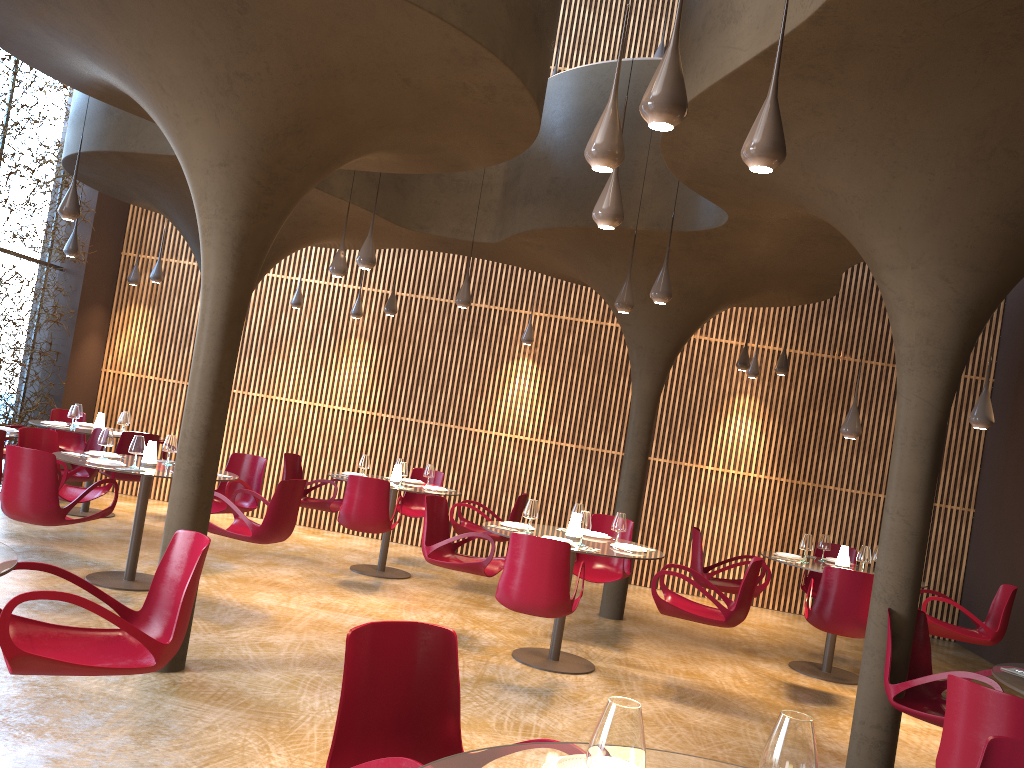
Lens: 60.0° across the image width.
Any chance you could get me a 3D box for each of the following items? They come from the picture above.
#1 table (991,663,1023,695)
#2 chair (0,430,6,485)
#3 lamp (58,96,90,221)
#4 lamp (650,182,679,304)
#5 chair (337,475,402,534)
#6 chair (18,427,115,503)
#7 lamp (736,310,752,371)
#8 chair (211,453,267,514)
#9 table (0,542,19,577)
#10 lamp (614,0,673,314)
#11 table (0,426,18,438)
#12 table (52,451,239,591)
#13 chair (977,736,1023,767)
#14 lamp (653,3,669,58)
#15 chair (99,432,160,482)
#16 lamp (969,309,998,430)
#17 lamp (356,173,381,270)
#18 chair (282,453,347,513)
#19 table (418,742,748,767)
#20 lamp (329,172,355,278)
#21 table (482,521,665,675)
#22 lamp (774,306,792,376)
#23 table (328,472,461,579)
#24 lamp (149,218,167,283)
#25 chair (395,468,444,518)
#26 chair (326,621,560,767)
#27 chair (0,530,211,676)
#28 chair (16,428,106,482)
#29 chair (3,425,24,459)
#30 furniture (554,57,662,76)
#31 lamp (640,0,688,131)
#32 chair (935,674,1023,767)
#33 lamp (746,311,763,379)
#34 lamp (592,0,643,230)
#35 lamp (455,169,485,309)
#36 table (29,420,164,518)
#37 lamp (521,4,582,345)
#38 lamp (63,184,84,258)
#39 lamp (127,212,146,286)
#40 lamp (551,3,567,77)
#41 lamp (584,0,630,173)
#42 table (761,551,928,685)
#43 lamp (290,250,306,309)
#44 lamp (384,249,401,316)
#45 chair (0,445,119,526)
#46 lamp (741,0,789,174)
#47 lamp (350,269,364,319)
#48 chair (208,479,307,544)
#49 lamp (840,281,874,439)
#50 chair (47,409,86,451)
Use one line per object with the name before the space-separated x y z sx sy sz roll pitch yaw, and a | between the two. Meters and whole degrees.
table | 3.308 2.241 4.521 1.675 1.129 1.670 10 -3 -26
chair | -5.180 0.678 8.384 0.626 0.635 0.871 11 -3 -43
lamp | -3.743 -4.665 8.540 0.196 6.272 0.195 10 -2 -39
lamp | 1.799 -3.807 7.877 0.195 6.272 0.196 8 -2 42
chair | -1.583 1.336 9.927 0.625 0.635 0.873 9 -2 2
chair | -4.484 0.810 8.776 0.871 0.635 0.626 8 -2 21
lamp | 3.666 -3.281 12.269 0.195 6.272 0.196 9 -1 22
chair | -3.098 1.076 9.618 0.624 0.635 0.874 9 -2 17
table | -2.953 1.177 3.430 1.675 1.129 1.670 11 -3 -30
lamp | 1.587 -3.796 8.754 0.195 6.272 0.196 8 -2 42
table | -6.053 0.979 9.301 1.676 1.129 1.669 11 -3 -42
table | -3.574 1.336 8.489 1.669 1.129 1.676 8 -3 26
chair | 1.437 1.446 2.599 0.875 0.635 0.624 11 -3 -38
lamp | 2.231 -5.557 12.429 0.196 2.222 0.196 10 -1 -18
chair | -4.785 0.876 11.008 0.626 0.635 0.871 11 -3 -43
lamp | 4.483 -2.716 7.619 0.196 6.272 0.195 10 -2 -39
lamp | -0.920 -4.206 8.626 0.195 6.272 0.196 8 -2 42
chair | -2.492 1.254 11.185 0.872 0.635 0.626 9 -2 11
table | 0.396 1.636 1.856 1.676 1.129 1.670 11 -3 -33
lamp | -1.356 -4.232 9.483 0.195 6.272 0.196 8 -2 42
table | 0.464 1.965 8.062 1.669 1.129 1.676 8 -3 26
lamp | 4.126 -3.219 12.038 0.195 6.272 0.196 9 -1 22
table | -1.550 1.795 11.072 1.670 1.129 1.675 8 -3 16
lamp | -4.749 -4.591 13.133 0.195 6.272 0.196 8 -2 32
chair | -1.273 1.506 12.259 0.624 0.635 0.874 9 -2 7
chair | -0.212 1.194 2.855 0.626 0.635 0.871 11 -3 -38
chair | -1.884 0.987 4.064 0.874 0.635 0.624 11 -3 -36
chair | -5.078 0.781 10.068 0.875 0.635 0.624 11 -3 -43
chair | -6.401 0.621 11.113 0.624 0.635 0.875 7 -3 41
furniture | 0.936 -2.778 9.678 0.902 1.047 2.527 11 -3 -42
lamp | 1.101 -4.135 3.659 0.196 6.272 0.196 9 -1 -8
chair | 2.307 1.655 3.929 0.874 0.635 0.624 11 -3 -31
lamp | 4.018 -3.184 13.058 0.195 6.272 0.196 8 -2 31
lamp | 1.072 -4.047 5.469 0.195 6.272 0.196 8 -2 41
lamp | -0.079 -3.981 10.367 0.195 6.272 0.196 9 -1 21
table | -5.657 1.177 11.925 1.676 1.129 1.669 11 -3 -42
lamp | 0.724 -3.693 13.472 0.195 6.272 0.196 9 -1 21
lamp | -5.236 -4.748 11.596 0.195 6.272 0.196 8 -2 32
lamp | -5.492 -4.661 14.096 0.195 6.272 0.196 8 -2 32
lamp | 0.784 -5.433 12.150 0.196 2.959 0.196 9 -1 -8
lamp | 0.932 -4.127 4.339 0.195 6.272 0.196 8 -2 32
table | 3.411 2.507 9.394 1.669 1.129 1.676 8 -3 26
lamp | -2.802 -4.253 13.620 0.195 6.272 0.196 9 -1 22
lamp | -1.212 -4.055 12.482 0.195 6.272 0.196 9 -1 21
chair | -3.803 0.848 7.378 0.624 0.635 0.874 9 -2 12
lamp | 1.595 -4.039 3.980 0.196 6.272 0.196 9 -1 -8
lamp | -1.901 -4.104 13.695 0.195 6.272 0.196 8 -2 31
chair | -2.354 1.118 8.105 0.871 0.635 0.626 8 -2 16
lamp | 3.751 -2.571 8.608 0.196 6.272 0.195 10 -2 -39
chair | -6.302 0.717 12.666 0.626 0.635 0.871 11 -3 -38
